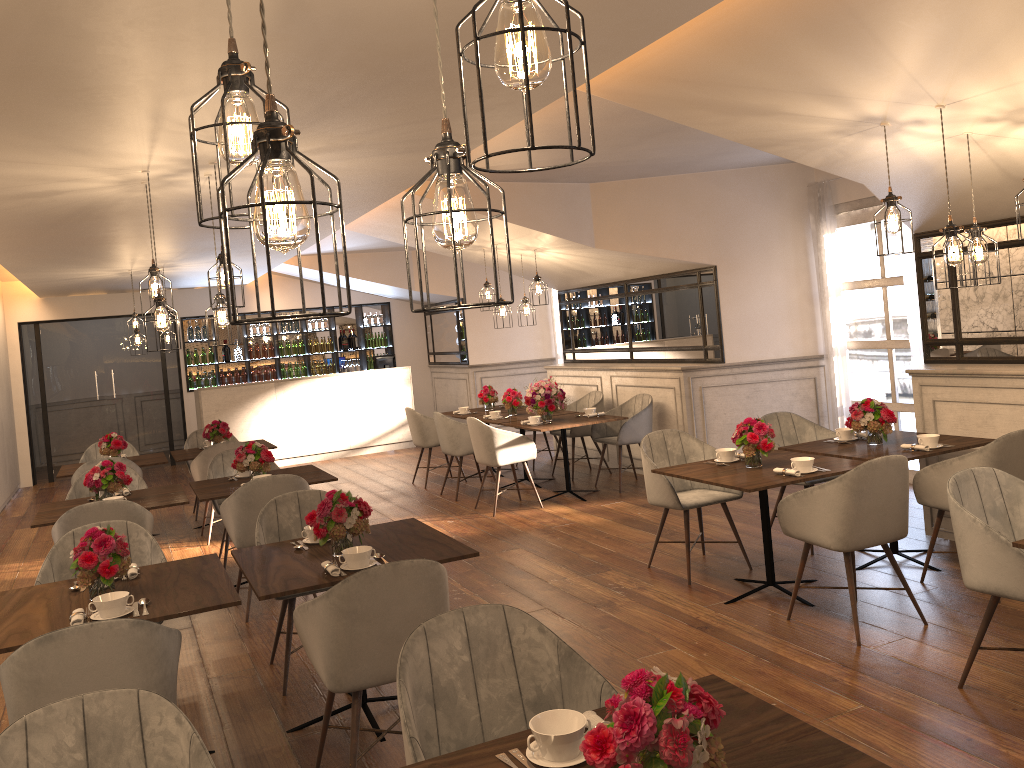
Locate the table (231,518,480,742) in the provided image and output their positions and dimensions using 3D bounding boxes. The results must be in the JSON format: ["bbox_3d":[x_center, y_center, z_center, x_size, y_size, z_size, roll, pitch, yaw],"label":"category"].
[{"bbox_3d":[-0.693,1.098,3.916,0.898,0.720,0.896,-6,3,-24],"label":"table"}]

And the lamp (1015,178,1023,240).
[{"bbox_3d":[2.327,-1.699,4.045,0.175,2.070,0.175,-5,0,-22],"label":"lamp"}]

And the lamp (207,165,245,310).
[{"bbox_3d":[-1.613,-1.435,4.728,0.175,2.070,0.175,-5,0,-22],"label":"lamp"}]

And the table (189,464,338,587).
[{"bbox_3d":[-1.744,1.040,6.268,0.898,0.720,0.896,-6,3,-24],"label":"table"}]

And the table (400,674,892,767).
[{"bbox_3d":[0.319,1.153,1.655,0.898,0.720,0.896,-6,3,-24],"label":"table"}]

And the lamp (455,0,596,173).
[{"bbox_3d":[-0.065,-1.350,1.267,0.175,2.070,0.175,-5,0,-22],"label":"lamp"}]

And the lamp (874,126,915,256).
[{"bbox_3d":[1.815,-1.675,4.396,0.175,2.070,0.175,-5,0,-22],"label":"lamp"}]

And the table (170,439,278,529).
[{"bbox_3d":[-2.755,0.985,8.529,0.898,0.720,0.896,-6,3,-24],"label":"table"}]

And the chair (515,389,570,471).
[{"bbox_3d":[0.340,0.513,10.289,0.527,0.872,0.564,-6,1,-24],"label":"chair"}]

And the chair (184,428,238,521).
[{"bbox_3d":[-3.071,0.899,9.125,0.566,0.872,0.525,-6,1,-24],"label":"chair"}]

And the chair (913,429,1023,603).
[{"bbox_3d":[2.576,0.665,4.831,0.566,0.872,0.525,-6,1,-24],"label":"chair"}]

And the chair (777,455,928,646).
[{"bbox_3d":[1.704,0.770,4.438,0.566,0.872,0.525,-6,1,-24],"label":"chair"}]

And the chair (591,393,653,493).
[{"bbox_3d":[1.106,0.555,8.576,0.527,0.872,0.564,-6,1,-24],"label":"chair"}]

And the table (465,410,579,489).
[{"bbox_3d":[0.125,0.681,9.183,0.898,0.720,0.896,-6,3,-24],"label":"table"}]

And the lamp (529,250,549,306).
[{"bbox_3d":[0.184,-1.816,8.837,0.175,2.070,0.175,-5,0,-22],"label":"lamp"}]

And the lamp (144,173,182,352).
[{"bbox_3d":[-1.973,-1.211,4.781,0.175,2.070,0.175,-5,0,-22],"label":"lamp"}]

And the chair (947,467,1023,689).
[{"bbox_3d":[2.082,0.795,3.517,0.566,0.872,0.525,-6,1,-24],"label":"chair"}]

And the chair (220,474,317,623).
[{"bbox_3d":[-1.532,0.986,5.646,0.566,0.872,0.525,-6,1,-24],"label":"chair"}]

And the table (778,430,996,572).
[{"bbox_3d":[2.321,0.725,5.434,0.898,0.720,0.896,-6,3,-24],"label":"table"}]

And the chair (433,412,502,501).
[{"bbox_3d":[-0.477,0.680,8.873,0.527,0.872,0.564,-6,1,-24],"label":"chair"}]

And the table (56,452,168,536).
[{"bbox_3d":[-3.627,1.090,8.136,0.898,0.720,0.896,-6,3,-24],"label":"table"}]

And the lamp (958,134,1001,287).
[{"bbox_3d":[2.211,-1.513,4.346,0.175,2.070,0.175,-5,0,-22],"label":"lamp"}]

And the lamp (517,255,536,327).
[{"bbox_3d":[0.067,-1.630,9.138,0.175,2.070,0.175,-5,0,-22],"label":"lamp"}]

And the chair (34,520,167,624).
[{"bbox_3d":[-1.880,1.117,4.119,0.566,0.872,0.525,-6,1,-24],"label":"chair"}]

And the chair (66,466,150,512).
[{"bbox_3d":[-2.932,1.059,6.472,0.566,0.872,0.525,-6,1,-24],"label":"chair"}]

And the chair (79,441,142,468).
[{"bbox_3d":[-3.943,1.004,8.733,0.566,0.872,0.525,-6,1,-24],"label":"chair"}]

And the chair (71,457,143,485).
[{"bbox_3d":[-3.415,1.035,7.514,0.566,0.872,0.525,-6,1,-24],"label":"chair"}]

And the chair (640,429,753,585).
[{"bbox_3d":[1.134,0.744,5.638,0.566,0.872,0.525,-6,1,-24],"label":"chair"}]

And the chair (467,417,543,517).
[{"bbox_3d":[-0.093,0.700,8.016,0.527,0.872,0.564,-6,1,-24],"label":"chair"}]

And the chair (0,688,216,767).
[{"bbox_3d":[-0.869,1.172,1.859,0.566,0.872,0.525,-6,1,-24],"label":"chair"}]

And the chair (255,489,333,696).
[{"bbox_3d":[-1.008,1.012,4.512,0.566,0.872,0.525,-6,1,-24],"label":"chair"}]

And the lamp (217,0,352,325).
[{"bbox_3d":[-0.425,-1.126,1.320,0.175,2.070,0.175,-5,0,-22],"label":"lamp"}]

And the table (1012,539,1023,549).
[{"bbox_3d":[2.398,0.881,2.921,0.898,0.720,0.896,-6,3,-24],"label":"table"}]

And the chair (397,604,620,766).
[{"bbox_3d":[0.003,1.067,2.251,0.566,0.872,0.525,-6,1,-24],"label":"chair"}]

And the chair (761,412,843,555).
[{"bbox_3d":[2.005,0.639,6.030,0.566,0.872,0.525,-6,1,-24],"label":"chair"}]

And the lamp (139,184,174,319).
[{"bbox_3d":[-2.125,-1.411,5.079,0.175,2.070,0.175,-5,0,-22],"label":"lamp"}]

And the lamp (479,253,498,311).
[{"bbox_3d":[-0.328,-1.792,9.188,0.175,2.070,0.175,-5,0,-22],"label":"lamp"}]

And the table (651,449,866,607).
[{"bbox_3d":[1.449,0.830,5.042,0.898,0.720,0.896,-6,3,-24],"label":"table"}]

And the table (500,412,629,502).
[{"bbox_3d":[0.508,0.702,8.326,0.898,0.720,0.896,-6,3,-24],"label":"table"}]

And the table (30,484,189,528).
[{"bbox_3d":[-2.616,1.145,5.875,0.898,0.720,0.896,-6,3,-24],"label":"table"}]

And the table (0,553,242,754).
[{"bbox_3d":[-1.564,1.203,3.523,0.898,0.720,0.896,-6,3,-24],"label":"table"}]

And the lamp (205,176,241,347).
[{"bbox_3d":[-1.729,-1.249,5.029,0.175,2.070,0.175,-5,0,-22],"label":"lamp"}]

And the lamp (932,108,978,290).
[{"bbox_3d":[1.967,-1.475,4.097,0.175,2.070,0.175,-5,0,-22],"label":"lamp"}]

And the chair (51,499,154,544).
[{"bbox_3d":[-2.404,1.090,5.254,0.566,0.872,0.525,-6,1,-24],"label":"chair"}]

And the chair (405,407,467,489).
[{"bbox_3d":[-0.860,0.659,9.730,0.527,0.872,0.564,-6,1,-24],"label":"chair"}]

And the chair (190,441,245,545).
[{"bbox_3d":[-2.543,0.930,7.907,0.566,0.872,0.525,-6,1,-24],"label":"chair"}]

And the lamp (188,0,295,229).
[{"bbox_3d":[-0.577,-1.326,1.619,0.175,2.070,0.175,-5,0,-22],"label":"lamp"}]

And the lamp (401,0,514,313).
[{"bbox_3d":[-0.182,-1.165,1.568,0.175,2.070,0.175,-5,0,-22],"label":"lamp"}]

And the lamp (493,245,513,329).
[{"bbox_3d":[-0.176,-1.592,8.890,0.175,2.070,0.175,-5,0,-22],"label":"lamp"}]

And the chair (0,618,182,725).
[{"bbox_3d":[-1.351,1.148,2.901,0.566,0.872,0.525,-6,1,-24],"label":"chair"}]

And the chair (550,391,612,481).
[{"bbox_3d":[0.723,0.534,9.433,0.527,0.872,0.564,-6,1,-24],"label":"chair"}]

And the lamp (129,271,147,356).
[{"bbox_3d":[-4.282,-1.355,9.940,0.175,2.070,0.175,-5,0,-22],"label":"lamp"}]

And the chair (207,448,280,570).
[{"bbox_3d":[-2.060,0.954,6.864,0.566,0.872,0.525,-6,1,-24],"label":"chair"}]

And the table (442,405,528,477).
[{"bbox_3d":[-0.259,0.660,10.040,0.898,0.720,0.896,-6,3,-24],"label":"table"}]

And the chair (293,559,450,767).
[{"bbox_3d":[-0.480,1.043,3.294,0.566,0.872,0.525,-6,1,-24],"label":"chair"}]
